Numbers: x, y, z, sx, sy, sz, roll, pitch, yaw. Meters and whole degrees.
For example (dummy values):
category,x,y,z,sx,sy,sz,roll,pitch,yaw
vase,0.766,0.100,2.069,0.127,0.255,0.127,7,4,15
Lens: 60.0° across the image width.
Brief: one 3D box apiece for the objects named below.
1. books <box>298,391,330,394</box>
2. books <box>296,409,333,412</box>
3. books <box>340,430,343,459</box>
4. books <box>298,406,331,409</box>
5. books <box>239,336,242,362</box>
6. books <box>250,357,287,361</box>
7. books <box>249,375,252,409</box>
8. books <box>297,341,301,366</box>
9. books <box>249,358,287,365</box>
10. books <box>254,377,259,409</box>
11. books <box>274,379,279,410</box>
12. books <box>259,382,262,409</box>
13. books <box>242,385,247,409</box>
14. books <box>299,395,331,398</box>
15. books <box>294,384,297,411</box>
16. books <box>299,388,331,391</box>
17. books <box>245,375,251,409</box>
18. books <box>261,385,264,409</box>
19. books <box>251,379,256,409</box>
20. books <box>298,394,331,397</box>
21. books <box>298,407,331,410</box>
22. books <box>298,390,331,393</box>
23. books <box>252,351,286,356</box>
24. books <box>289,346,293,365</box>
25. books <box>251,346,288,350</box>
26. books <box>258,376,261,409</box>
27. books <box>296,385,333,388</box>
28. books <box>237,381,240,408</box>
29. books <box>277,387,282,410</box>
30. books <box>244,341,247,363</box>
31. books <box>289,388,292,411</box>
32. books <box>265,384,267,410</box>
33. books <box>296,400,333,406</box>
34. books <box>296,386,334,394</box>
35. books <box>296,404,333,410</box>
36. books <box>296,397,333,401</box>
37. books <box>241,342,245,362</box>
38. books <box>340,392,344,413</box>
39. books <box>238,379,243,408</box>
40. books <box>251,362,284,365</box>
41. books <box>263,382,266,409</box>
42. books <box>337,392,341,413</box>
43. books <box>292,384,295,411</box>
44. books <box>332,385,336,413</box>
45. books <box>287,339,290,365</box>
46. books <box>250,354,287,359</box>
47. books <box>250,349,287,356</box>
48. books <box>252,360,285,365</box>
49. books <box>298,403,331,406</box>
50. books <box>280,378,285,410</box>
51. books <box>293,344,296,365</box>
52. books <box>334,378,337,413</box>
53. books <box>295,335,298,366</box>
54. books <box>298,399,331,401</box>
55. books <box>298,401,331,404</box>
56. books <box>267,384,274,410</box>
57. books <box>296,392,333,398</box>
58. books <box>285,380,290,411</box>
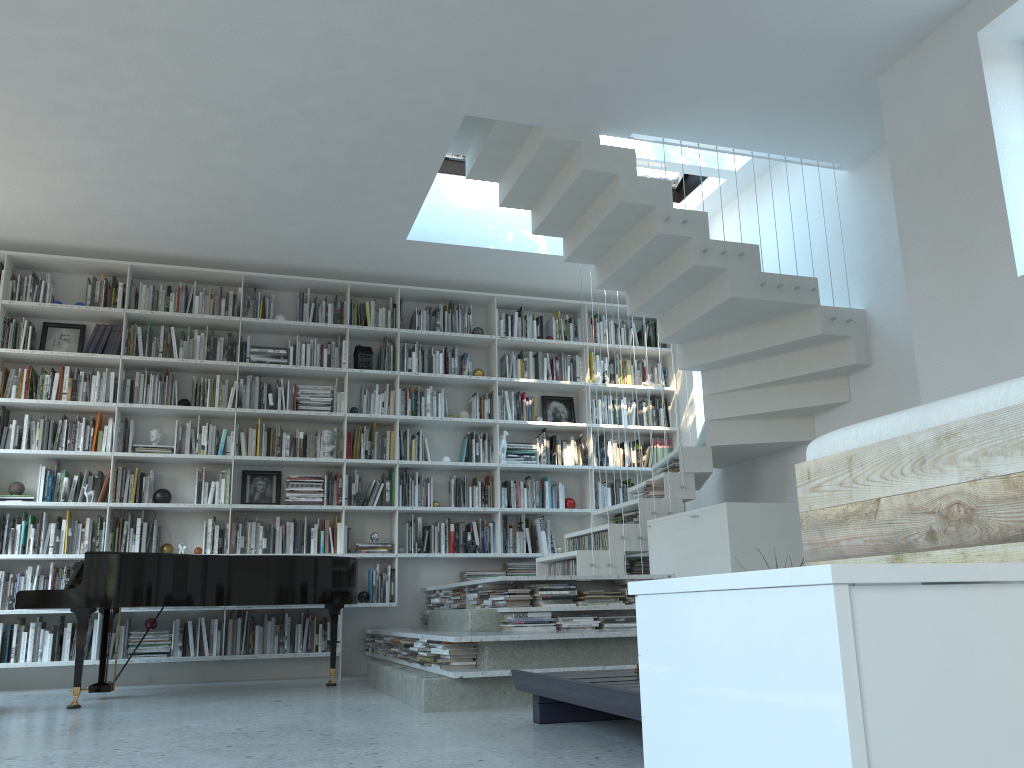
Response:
category,x,y,z,sx,sy,sz,roll,pitch,yaw
books,-1.607,0.086,7.209,0.254,0.012,0.161,2,-15,-12
books,-1.606,0.230,7.183,0.285,0.012,0.160,3,-15,-16
books,-1.390,0.514,7.190,0.023,0.264,0.107,3,-14,-17
books,-1.607,0.206,7.188,0.254,0.012,0.161,3,-15,-18
books,-2.179,-0.238,7.118,0.012,0.253,0.161,3,-15,-17
books,-1.970,-0.181,7.166,0.285,0.012,0.160,4,-15,-19
books,-2.086,0.095,7.071,0.014,0.312,0.134,3,-14,-17
books,-1.746,-0.209,7.236,0.021,0.237,0.172,3,-15,-17
books,-1.969,-0.170,7.161,0.285,0.012,0.160,4,-15,-20
books,-2.039,0.104,7.074,0.029,0.294,0.151,3,-15,-17
books,-1.893,0.117,7.117,0.022,0.284,0.131,3,-14,-17
books,-2.008,0.125,7.073,0.011,0.251,0.153,3,-15,-17
books,-2.129,0.133,7.046,0.027,0.227,0.147,3,-15,-17
books,-1.607,0.123,7.204,0.254,0.012,0.161,4,-15,-20
books,-1.750,0.137,7.133,0.013,0.246,0.177,3,-15,-17
books,-1.611,0.064,7.225,0.254,0.012,0.161,3,-15,-17
books,-2.099,0.097,7.045,0.026,0.296,0.179,3,-15,-17
books,-1.996,0.135,7.075,0.014,0.232,0.147,3,-15,-17
books,-2.059,0.112,7.047,0.025,0.265,0.185,3,-15,-17
books,-1.608,0.111,7.209,0.254,0.012,0.161,3,-15,-15
books,-1.607,0.218,7.187,0.254,0.012,0.161,3,-15,-17
books,-1.609,0.075,7.218,0.254,0.012,0.161,3,-15,-15
books,-1.968,-0.223,7.172,0.254,0.025,0.161,4,-15,-21
books,-1.800,-0.189,7.209,0.025,0.187,0.194,3,-15,-17
books,-1.972,-0.268,7.193,0.285,0.024,0.160,3,-15,-17
books,-2.018,0.101,7.073,0.011,0.299,0.180,3,-15,-17
books,-1.610,0.039,7.227,0.285,0.012,0.160,3,-15,-15
books,-2.171,0.117,7.031,0.012,0.253,0.161,3,-15,-17
books,-1.868,0.150,7.110,0.024,0.216,0.148,3,-15,-17
books,-2.139,-0.220,7.119,0.013,0.217,0.141,3,-15,-17
books,-1.788,0.155,7.139,0.024,0.215,0.132,3,-15,-17
books,-1.970,0.133,7.081,0.011,0.239,0.148,3,-15,-17
books,-1.608,0.159,7.200,0.285,0.012,0.160,3,-15,-16
books,-1.608,0.049,7.217,0.285,0.012,0.160,5,-16,-22
books,-1.606,0.193,7.187,0.285,0.012,0.160,4,-15,-20
books,-1.607,0.135,7.201,0.285,0.012,0.160,2,-15,-14
books,-2.154,-0.217,7.099,0.027,0.201,0.168,3,-15,-17
books,-1.399,0.184,7.263,0.030,0.204,0.159,3,-15,-17
books,-2.150,0.109,7.028,0.026,0.266,0.171,3,-15,-17
books,-1.967,-0.147,7.151,0.254,0.012,0.161,2,-15,-12
books,-1.982,0.127,7.078,0.014,0.249,0.173,3,-15,-17
books,-1.425,0.184,7.248,0.029,0.198,0.172,3,-15,-17
books,-1.767,0.140,7.140,0.015,0.244,0.183,3,-15,-17
books,-1.454,0.153,7.233,0.012,0.253,0.161,3,-15,-17
books,-1.820,-0.221,7.216,0.012,0.253,0.161,3,-15,-17
books,-1.967,-0.200,7.164,0.285,0.024,0.160,2,-15,-12
books,-1.970,-0.246,7.182,0.285,0.024,0.160,3,-15,-15
books,-1.969,-0.158,7.158,0.254,0.012,0.161,4,-15,-20
books,-1.607,0.182,7.192,0.254,0.012,0.161,3,-15,-15
books,-1.843,0.116,7.129,0.049,0.290,0.162,3,-15,-17
books,-1.786,-0.198,7.248,0.024,0.223,0.129,3,-15,-17
books,-1.447,0.126,7.259,0.012,0.318,0.140,3,-14,-17
books,-1.757,-0.236,7.222,0.011,0.283,0.190,3,-15,-17
books,-1.608,0.147,7.202,0.254,0.012,0.161,3,-15,-16
books,-1.607,0.170,7.195,0.254,0.012,0.161,4,-15,-19
books,-1.931,0.135,7.087,0.066,0.236,0.154,3,-15,-17
books,-1.609,0.100,7.214,0.285,0.012,0.160,3,-15,-18
books,-1.805,0.125,7.124,0.021,0.268,0.192,3,-15,-17
